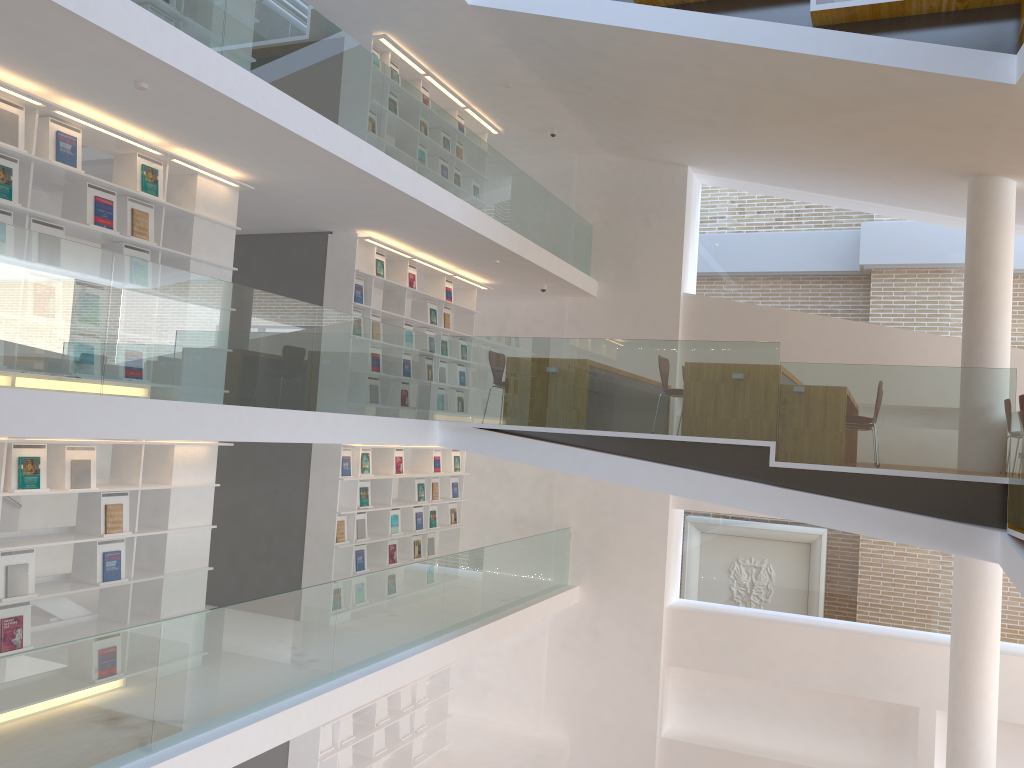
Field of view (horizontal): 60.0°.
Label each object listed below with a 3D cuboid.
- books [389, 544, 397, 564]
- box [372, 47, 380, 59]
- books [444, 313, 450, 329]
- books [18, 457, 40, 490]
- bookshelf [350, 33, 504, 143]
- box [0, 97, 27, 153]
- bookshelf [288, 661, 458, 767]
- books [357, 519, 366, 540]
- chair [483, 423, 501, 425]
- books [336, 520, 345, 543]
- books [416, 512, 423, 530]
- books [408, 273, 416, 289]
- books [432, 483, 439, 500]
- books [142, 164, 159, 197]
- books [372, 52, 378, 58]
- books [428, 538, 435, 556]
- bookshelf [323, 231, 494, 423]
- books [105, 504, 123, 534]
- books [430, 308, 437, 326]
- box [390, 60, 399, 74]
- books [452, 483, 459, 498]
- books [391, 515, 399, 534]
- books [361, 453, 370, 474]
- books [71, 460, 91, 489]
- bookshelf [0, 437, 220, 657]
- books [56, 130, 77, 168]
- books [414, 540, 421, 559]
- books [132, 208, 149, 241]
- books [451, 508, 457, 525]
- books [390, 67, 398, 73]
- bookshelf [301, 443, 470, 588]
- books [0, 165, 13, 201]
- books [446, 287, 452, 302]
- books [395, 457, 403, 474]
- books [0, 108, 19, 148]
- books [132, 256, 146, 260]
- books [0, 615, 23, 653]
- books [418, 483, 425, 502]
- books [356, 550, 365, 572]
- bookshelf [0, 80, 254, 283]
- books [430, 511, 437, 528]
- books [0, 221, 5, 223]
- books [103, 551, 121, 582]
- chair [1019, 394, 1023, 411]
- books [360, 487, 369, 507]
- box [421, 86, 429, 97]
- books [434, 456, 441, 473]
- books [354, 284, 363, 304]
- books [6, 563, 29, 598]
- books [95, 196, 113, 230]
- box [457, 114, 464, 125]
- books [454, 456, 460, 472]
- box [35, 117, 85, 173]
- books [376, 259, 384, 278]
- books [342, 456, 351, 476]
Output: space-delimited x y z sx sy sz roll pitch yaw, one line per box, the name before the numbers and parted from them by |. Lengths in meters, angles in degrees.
books | -1.316 1.880 9.792 0.037 0.210 0.145 2 -3 23
box | -1.500 -3.312 9.110 0.274 0.296 0.245 2 -3 23
books | -0.789 -0.753 10.770 0.037 0.210 0.145 2 -3 23
books | -3.007 0.559 5.525 0.037 0.210 0.145 2 -3 23
bookshelf | -0.966 -2.543 10.263 0.498 1.836 2.984 2 -3 23
box | -3.111 -1.562 5.343 0.274 0.296 0.245 2 -3 23
bookshelf | -1.362 3.580 9.939 0.498 1.836 2.984 2 -3 23
books | -1.559 1.507 9.177 0.037 0.210 0.145 2 -3 23
chair | -0.006 0.049 8.385 0.381 0.693 0.428 2 -3 23
books | -1.710 1.469 8.827 0.037 0.210 0.145 2 -3 23
books | -1.076 1.601 10.321 0.037 0.210 0.145 2 -3 23
books | -1.121 -1.134 9.951 0.037 0.210 0.145 2 -3 23
books | -0.921 1.292 10.661 0.037 0.210 0.145 2 -3 23
books | -2.581 -1.445 6.325 0.037 0.210 0.145 2 -3 23
books | -1.411 -3.276 9.060 0.037 0.210 0.145 2 -3 23
books | -0.967 1.950 10.612 0.037 0.210 0.145 2 -3 23
bookshelf | -1.098 -0.503 10.155 0.498 1.836 2.984 2 -3 23
books | -2.760 0.939 6.150 0.037 0.210 0.145 2 -3 23
books | -0.925 -0.779 10.448 0.037 0.210 0.145 2 -3 23
box | -1.345 -3.283 9.475 0.274 0.296 0.245 2 -3 23
books | -0.711 1.348 11.153 0.037 0.210 0.145 2 -3 23
books | -1.295 1.553 9.809 0.037 0.210 0.145 2 -3 23
books | -1.521 0.823 9.206 0.037 0.210 0.145 2 -3 23
books | -2.857 0.608 5.881 0.037 0.210 0.145 2 -3 23
bookshelf | -3.247 1.175 5.417 0.397 1.836 3.666 2 -3 23
books | -2.853 -1.499 5.682 0.037 0.210 0.145 2 -3 23
books | -1.096 1.925 10.307 0.037 0.210 0.145 2 -3 23
books | -2.625 -1.120 6.262 0.037 0.210 0.145 2 -3 23
books | -0.730 1.672 11.139 0.037 0.210 0.145 2 -3 23
books | -1.255 -3.243 9.428 0.037 0.210 0.145 2 -3 23
bookshelf | -1.231 1.550 10.046 0.498 1.836 2.984 2 -3 23
books | -3.040 -1.199 5.272 0.037 0.210 0.145 2 -3 23
books | -0.768 -1.067 10.786 0.037 0.210 0.145 2 -3 23
books | -1.254 0.911 9.843 0.037 0.210 0.145 2 -3 23
books | -3.016 -1.528 5.296 0.037 0.210 0.145 2 -3 23
books | -2.638 -0.788 6.258 0.037 0.210 0.145 2 -3 23
books | -3.079 1.543 5.460 0.037 0.210 0.145 2 -3 23
books | -1.057 1.266 10.340 0.037 0.210 0.145 2 -3 23
books | -1.571 1.828 9.182 0.037 0.210 0.145 2 -3 23
bookshelf | -3.067 -0.876 5.506 0.498 1.836 3.666 2 -3 23
books | -0.946 1.626 10.629 0.037 0.210 0.145 2 -3 23
books | -3.070 -0.872 5.242 0.037 0.210 0.145 2 -3 23
books | -2.772 1.268 6.147 0.037 0.210 0.145 2 -3 23
chair | 4.512 0.449 7.524 0.381 0.693 0.428 2 -3 23
books | -1.532 1.178 9.208 0.037 0.210 0.145 2 -3 23
box | -1.080 -3.234 10.097 0.274 0.296 0.245 2 -3 23
books | -0.901 0.978 10.678 0.037 0.210 0.145 2 -3 23
books | -1.550 -0.900 8.960 0.037 0.210 0.145 2 -3 23
books | -3.055 1.223 5.477 0.037 0.210 0.145 2 -3 23
books | -2.748 -1.146 5.972 0.037 0.210 0.145 2 -3 23
box | -0.724 -3.165 10.945 0.274 0.296 0.245 2 -3 23
books | -0.692 1.012 11.171 0.037 0.210 0.145 2 -3 23
box | -2.949 -1.532 5.727 0.274 0.296 0.245 2 -3 23
books | -1.387 -1.200 9.320 0.037 0.210 0.145 2 -3 23
books | -1.659 0.830 8.875 0.037 0.210 0.145 2 -3 23
